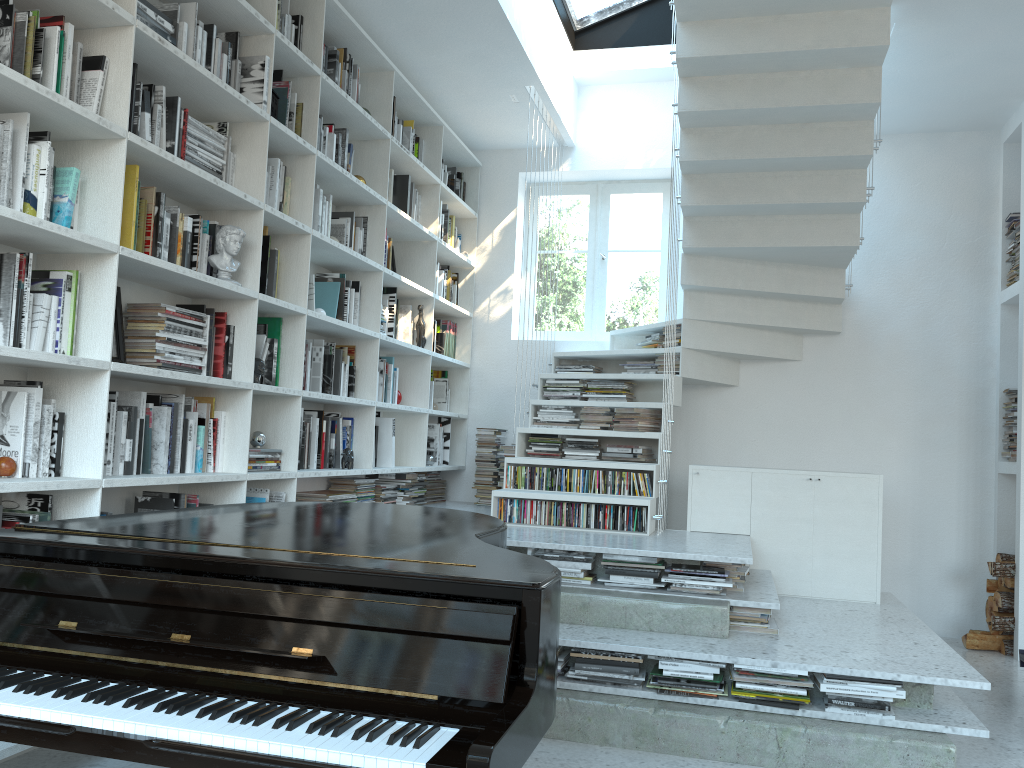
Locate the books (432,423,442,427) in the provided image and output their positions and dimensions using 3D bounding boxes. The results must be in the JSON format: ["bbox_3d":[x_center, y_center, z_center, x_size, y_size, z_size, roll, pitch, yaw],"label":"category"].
[{"bbox_3d":[-0.555,0.417,6.131,0.141,0.287,0.047,2,-3,15],"label":"books"}]

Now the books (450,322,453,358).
[{"bbox_3d":[-0.513,-0.302,6.389,0.169,0.293,0.018,2,-3,15],"label":"books"}]

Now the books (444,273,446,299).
[{"bbox_3d":[-0.549,-0.661,6.269,0.160,0.252,0.025,2,-3,15],"label":"books"}]

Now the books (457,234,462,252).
[{"bbox_3d":[-0.456,-0.990,6.509,0.170,0.216,0.011,2,-3,15],"label":"books"}]

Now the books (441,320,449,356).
[{"bbox_3d":[-0.546,-0.309,6.278,0.169,0.291,0.072,2,-3,15],"label":"books"}]

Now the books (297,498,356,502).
[{"bbox_3d":[-0.983,0.610,4.724,0.193,0.007,0.346,2,-4,10],"label":"books"}]

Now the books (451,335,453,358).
[{"bbox_3d":[-0.512,-0.301,6.408,0.169,0.293,0.018,2,-3,15],"label":"books"}]

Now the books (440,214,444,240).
[{"bbox_3d":[-0.544,-1.026,5.870,0.189,0.193,0.024,2,-3,15],"label":"books"}]

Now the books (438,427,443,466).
[{"bbox_3d":[-0.560,0.423,6.067,0.168,0.266,0.031,2,-3,15],"label":"books"}]

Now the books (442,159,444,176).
[{"bbox_3d":[-0.555,-1.420,6.169,0.159,0.285,0.012,2,-3,15],"label":"books"}]

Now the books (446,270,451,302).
[{"bbox_3d":[-0.528,-0.670,6.297,0.188,0.277,0.013,2,-3,15],"label":"books"}]

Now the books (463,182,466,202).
[{"bbox_3d":[-0.438,-1.366,6.525,0.187,0.237,0.025,2,-3,15],"label":"books"}]

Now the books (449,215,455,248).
[{"bbox_3d":[-0.517,-1.034,6.095,0.247,0.242,0.042,2,-3,15],"label":"books"}]

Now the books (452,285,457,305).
[{"bbox_3d":[-0.495,-0.620,6.414,0.192,0.195,0.029,2,-3,15],"label":"books"}]

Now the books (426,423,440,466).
[{"bbox_3d":[-0.573,0.409,6.018,0.159,0.285,0.012,2,-3,15],"label":"books"}]

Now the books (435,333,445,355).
[{"bbox_3d":[-0.562,-0.264,6.151,0.191,0.181,0.024,2,-3,15],"label":"books"}]

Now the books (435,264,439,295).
[{"bbox_3d":[-0.590,-0.683,6.049,0.172,0.262,0.022,2,-3,15],"label":"books"}]

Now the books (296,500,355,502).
[{"bbox_3d":[-0.989,0.625,4.724,0.193,0.007,0.346,2,-4,12],"label":"books"}]

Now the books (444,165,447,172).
[{"bbox_3d":[-0.529,-1.407,6.281,0.131,0.277,0.069,2,-3,15],"label":"books"}]

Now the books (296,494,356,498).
[{"bbox_3d":[-0.991,0.588,4.727,0.193,0.007,0.346,2,-4,13],"label":"books"}]

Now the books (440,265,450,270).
[{"bbox_3d":[-0.524,-0.690,6.391,0.140,0.330,0.013,2,-3,15],"label":"books"}]

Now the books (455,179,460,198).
[{"bbox_3d":[-0.469,-1.366,6.399,0.192,0.216,0.012,2,-3,15],"label":"books"}]

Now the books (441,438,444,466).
[{"bbox_3d":[-0.558,0.464,6.104,0.176,0.188,0.024,2,-3,15],"label":"books"}]

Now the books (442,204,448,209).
[{"bbox_3d":[-0.517,-1.067,6.002,0.152,0.296,0.022,2,-3,15],"label":"books"}]

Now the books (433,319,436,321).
[{"bbox_3d":[-0.611,-0.312,6.062,0.171,0.259,0.029,2,-3,15],"label":"books"}]

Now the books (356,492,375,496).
[{"bbox_3d":[-0.913,0.623,5.049,0.159,0.007,0.285,2,-4,15],"label":"books"}]

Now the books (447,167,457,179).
[{"bbox_3d":[-0.486,-1.414,6.420,0.161,0.313,0.014,2,-3,15],"label":"books"}]

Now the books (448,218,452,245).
[{"bbox_3d":[-0.502,-1.025,6.063,0.174,0.222,0.013,2,-3,15],"label":"books"}]

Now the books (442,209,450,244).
[{"bbox_3d":[-0.519,-1.048,5.978,0.189,0.253,0.023,2,-3,15],"label":"books"}]

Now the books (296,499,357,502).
[{"bbox_3d":[-0.992,0.617,4.726,0.193,0.007,0.346,2,-4,17],"label":"books"}]

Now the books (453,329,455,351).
[{"bbox_3d":[-0.503,-0.298,6.443,0.169,0.293,0.018,2,-3,15],"label":"books"}]

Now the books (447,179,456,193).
[{"bbox_3d":[-0.494,-1.361,6.317,0.186,0.193,0.024,2,-3,15],"label":"books"}]

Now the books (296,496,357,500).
[{"bbox_3d":[-0.991,0.603,4.726,0.193,0.007,0.346,2,-4,17],"label":"books"}]

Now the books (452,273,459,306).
[{"bbox_3d":[-0.484,-0.664,6.471,0.186,0.292,0.042,2,-3,15],"label":"books"}]

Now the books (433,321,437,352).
[{"bbox_3d":[-0.607,-0.307,6.035,0.181,0.247,0.022,2,-3,15],"label":"books"}]

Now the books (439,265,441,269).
[{"bbox_3d":[-0.571,-0.685,6.222,0.132,0.291,0.024,2,-3,15],"label":"books"}]

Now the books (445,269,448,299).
[{"bbox_3d":[-0.535,-0.674,6.286,0.151,0.283,0.012,2,-3,15],"label":"books"}]

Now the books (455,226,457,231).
[{"bbox_3d":[-0.488,-1.016,6.457,0.163,0.258,0.029,2,-3,15],"label":"books"}]

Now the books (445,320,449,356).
[{"bbox_3d":[-0.536,-0.308,6.314,0.169,0.294,0.033,2,-3,15],"label":"books"}]

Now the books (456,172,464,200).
[{"bbox_3d":[-0.449,-1.396,6.458,0.189,0.286,0.014,2,-3,15],"label":"books"}]

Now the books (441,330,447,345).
[{"bbox_3d":[-0.556,-0.273,6.236,0.167,0.217,0.089,2,-3,15],"label":"books"}]

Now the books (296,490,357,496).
[{"bbox_3d":[-0.990,0.580,4.728,0.193,0.007,0.346,2,-4,17],"label":"books"}]

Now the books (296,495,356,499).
[{"bbox_3d":[-0.991,0.595,4.727,0.195,0.008,0.308,2,-4,17],"label":"books"}]

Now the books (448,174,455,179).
[{"bbox_3d":[-0.497,-1.385,6.367,0.160,0.247,0.068,2,-3,15],"label":"books"}]

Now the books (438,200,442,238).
[{"bbox_3d":[-0.556,-1.066,5.799,0.189,0.263,0.026,2,-3,15],"label":"books"}]

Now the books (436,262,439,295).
[{"bbox_3d":[-0.588,-0.691,6.076,0.166,0.283,0.030,2,-3,15],"label":"books"}]

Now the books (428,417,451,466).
[{"bbox_3d":[-0.519,0.397,6.177,0.185,0.335,0.010,2,-3,15],"label":"books"}]

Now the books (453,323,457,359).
[{"bbox_3d":[-0.488,-0.296,6.458,0.169,0.293,0.018,2,-3,15],"label":"books"}]

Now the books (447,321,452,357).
[{"bbox_3d":[-0.517,-0.306,6.334,0.169,0.293,0.018,2,-3,15],"label":"books"}]

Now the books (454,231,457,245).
[{"bbox_3d":[-0.492,-0.997,6.407,0.180,0.213,0.023,2,-3,15],"label":"books"}]

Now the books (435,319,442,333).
[{"bbox_3d":[-0.580,-0.311,6.185,0.170,0.277,0.026,2,-3,15],"label":"books"}]

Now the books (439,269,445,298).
[{"bbox_3d":[-0.561,-0.670,6.183,0.184,0.258,0.023,2,-3,15],"label":"books"}]

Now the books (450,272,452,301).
[{"bbox_3d":[-0.521,-0.664,6.316,0.173,0.268,0.028,2,-3,15],"label":"books"}]

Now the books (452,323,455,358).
[{"bbox_3d":[-0.503,-0.299,6.424,0.169,0.293,0.018,2,-3,15],"label":"books"}]

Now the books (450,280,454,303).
[{"bbox_3d":[-0.514,-0.634,6.340,0.188,0.211,0.025,2,-3,15],"label":"books"}]

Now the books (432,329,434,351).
[{"bbox_3d":[-0.617,-0.283,5.982,0.169,0.189,0.023,2,-3,15],"label":"books"}]

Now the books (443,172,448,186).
[{"bbox_3d":[-0.537,-1.380,6.212,0.163,0.212,0.057,2,-3,15],"label":"books"}]

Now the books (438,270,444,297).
[{"bbox_3d":[-0.563,-0.666,6.149,0.177,0.245,0.045,2,-3,15],"label":"books"}]
